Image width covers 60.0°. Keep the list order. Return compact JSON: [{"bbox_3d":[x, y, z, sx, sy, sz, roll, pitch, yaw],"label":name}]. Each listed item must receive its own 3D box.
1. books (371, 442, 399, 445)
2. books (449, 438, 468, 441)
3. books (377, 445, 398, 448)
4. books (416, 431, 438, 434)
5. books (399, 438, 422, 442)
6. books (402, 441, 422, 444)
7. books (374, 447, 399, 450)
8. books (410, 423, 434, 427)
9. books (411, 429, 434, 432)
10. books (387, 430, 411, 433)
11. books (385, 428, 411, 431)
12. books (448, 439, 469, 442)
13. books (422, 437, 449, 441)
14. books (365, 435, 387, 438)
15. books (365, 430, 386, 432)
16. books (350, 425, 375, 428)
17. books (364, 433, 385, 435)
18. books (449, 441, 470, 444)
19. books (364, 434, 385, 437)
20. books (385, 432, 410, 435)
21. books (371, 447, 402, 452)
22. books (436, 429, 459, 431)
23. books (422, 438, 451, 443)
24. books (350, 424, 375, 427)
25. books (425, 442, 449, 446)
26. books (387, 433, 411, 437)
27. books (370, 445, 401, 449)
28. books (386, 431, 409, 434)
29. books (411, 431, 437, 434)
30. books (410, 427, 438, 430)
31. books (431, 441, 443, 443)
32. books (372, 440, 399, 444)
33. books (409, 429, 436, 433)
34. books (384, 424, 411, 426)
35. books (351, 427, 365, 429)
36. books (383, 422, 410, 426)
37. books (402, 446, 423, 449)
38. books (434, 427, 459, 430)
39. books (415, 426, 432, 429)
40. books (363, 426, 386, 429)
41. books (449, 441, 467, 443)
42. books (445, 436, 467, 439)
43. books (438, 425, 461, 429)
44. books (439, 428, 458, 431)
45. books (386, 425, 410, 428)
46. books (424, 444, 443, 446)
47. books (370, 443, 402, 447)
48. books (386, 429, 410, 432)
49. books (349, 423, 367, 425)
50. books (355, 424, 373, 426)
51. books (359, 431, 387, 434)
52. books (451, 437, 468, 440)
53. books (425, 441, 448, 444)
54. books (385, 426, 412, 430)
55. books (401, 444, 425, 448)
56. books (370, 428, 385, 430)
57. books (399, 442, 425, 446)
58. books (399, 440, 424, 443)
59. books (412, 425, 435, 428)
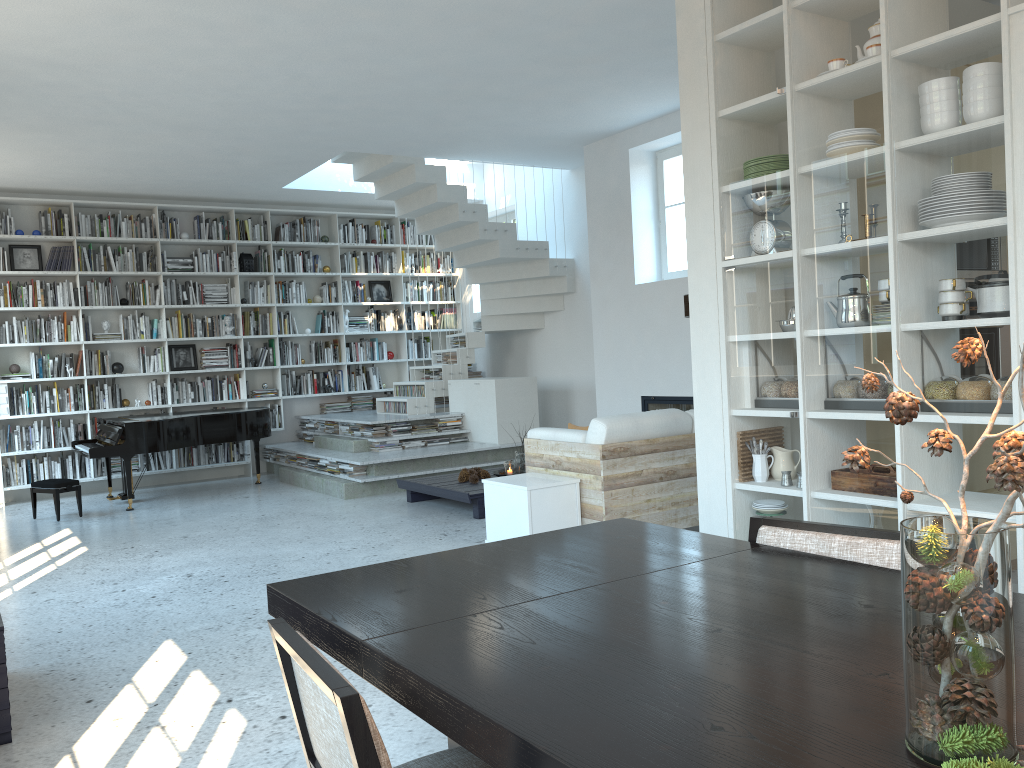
[{"bbox_3d":[-1.308,0.612,9.126,0.257,0.010,0.132,-4,2,-29],"label":"books"},{"bbox_3d":[-0.607,0.595,9.579,0.225,0.007,0.133,-4,2,-29],"label":"books"},{"bbox_3d":[-1.298,0.635,9.113,0.210,0.012,0.168,-4,2,-29],"label":"books"},{"bbox_3d":[-0.960,0.519,9.469,0.291,0.007,0.174,-4,2,-30],"label":"books"},{"bbox_3d":[-1.070,0.590,9.278,0.220,0.013,0.149,-4,2,-34],"label":"books"},{"bbox_3d":[-1.071,0.610,9.282,0.210,0.018,0.134,-4,2,-30],"label":"books"},{"bbox_3d":[-1.301,0.656,9.120,0.264,0.006,0.164,-4,2,-32],"label":"books"},{"bbox_3d":[-0.964,0.438,9.465,0.203,0.011,0.173,-5,2,-38],"label":"books"},{"bbox_3d":[-0.964,0.488,9.471,0.214,0.015,0.177,-4,2,-32],"label":"books"},{"bbox_3d":[-1.196,0.494,9.314,0.215,0.013,0.189,-4,2,-34],"label":"books"},{"bbox_3d":[-1.204,0.471,9.324,0.260,0.009,0.153,-4,2,-30],"label":"books"},{"bbox_3d":[-0.605,0.607,9.577,0.234,0.017,0.151,-4,2,-32],"label":"books"},{"bbox_3d":[-0.830,0.585,9.418,0.274,0.009,0.176,-4,2,-33],"label":"books"},{"bbox_3d":[-1.430,0.545,9.295,0.144,0.009,0.249,-4,2,-33],"label":"books"},{"bbox_3d":[-1.432,0.487,9.294,0.137,0.012,0.242,-4,2,-32],"label":"books"},{"bbox_3d":[-1.604,0.452,9.512,0.168,0.013,0.281,-4,2,-36],"label":"books"},{"bbox_3d":[-1.439,0.520,9.289,0.152,0.015,0.208,-4,2,-36],"label":"books"},{"bbox_3d":[-0.600,0.628,9.572,0.261,0.006,0.151,-4,2,-37],"label":"books"},{"bbox_3d":[-1.443,0.535,9.286,0.161,0.014,0.212,-4,2,-29],"label":"books"},{"bbox_3d":[-1.204,0.519,9.330,0.227,0.013,0.148,-4,2,-35],"label":"books"},{"bbox_3d":[-1.289,0.671,9.104,0.262,0.023,0.200,-4,2,-35],"label":"books"},{"bbox_3d":[-0.711,0.497,9.632,0.220,0.011,0.177,-4,2,-35],"label":"books"},{"bbox_3d":[-0.818,0.598,9.415,0.287,0.018,0.190,-4,2,-34],"label":"books"},{"bbox_3d":[-1.604,0.442,9.512,0.171,0.007,0.260,-4,2,-35],"label":"books"},{"bbox_3d":[-0.818,0.629,9.419,0.250,0.018,0.177,-4,2,-30],"label":"books"},{"bbox_3d":[-1.196,0.532,9.319,0.216,0.015,0.177,-4,2,-35],"label":"books"},{"bbox_3d":[-1.301,0.649,9.119,0.285,0.008,0.159,-4,2,-35],"label":"books"},{"bbox_3d":[-1.208,0.506,9.334,0.207,0.012,0.131,-4,2,-37],"label":"books"},{"bbox_3d":[-0.960,0.513,9.468,0.287,0.005,0.165,-4,2,-28],"label":"books"},{"bbox_3d":[-0.956,0.473,9.458,0.273,0.014,0.187,-5,2,-38],"label":"books"},{"bbox_3d":[-0.832,0.611,9.438,0.272,0.009,0.129,-4,2,-30],"label":"books"},{"bbox_3d":[-1.302,0.594,9.114,0.233,0.025,0.157,-5,2,-38],"label":"books"},{"bbox_3d":[-0.971,0.503,9.485,0.293,0.014,0.133,-4,2,-36],"label":"books"},{"bbox_3d":[-1.204,0.429,9.319,0.228,0.009,0.159,-4,2,-37],"label":"books"},{"bbox_3d":[-1.605,0.468,9.511,0.187,0.009,0.250,-4,2,-33],"label":"books"},{"bbox_3d":[-1.216,0.417,9.336,0.261,0.016,0.128,-4,2,-34],"label":"books"},{"bbox_3d":[-1.064,0.658,9.278,0.208,0.015,0.152,-4,2,-35],"label":"books"},{"bbox_3d":[-0.720,0.475,9.644,0.262,0.016,0.132,-5,2,-38],"label":"books"},{"bbox_3d":[-0.969,0.461,9.476,0.179,0.010,0.160,-4,2,-31],"label":"books"},{"bbox_3d":[-1.440,0.455,9.288,0.149,0.014,0.228,-4,2,-35],"label":"books"},{"bbox_3d":[-0.603,0.620,9.575,0.179,0.010,0.160,-4,2,-33],"label":"books"},{"bbox_3d":[-0.611,0.574,9.583,0.215,0.007,0.130,-4,2,-31],"label":"books"},{"bbox_3d":[-0.707,0.463,9.622,0.281,0.008,0.181,-4,2,-28],"label":"books"},{"bbox_3d":[-0.716,0.487,9.639,0.259,0.009,0.152,-4,2,-36],"label":"books"},{"bbox_3d":[-1.208,0.443,9.326,0.220,0.018,0.154,-4,2,-32],"label":"books"},{"bbox_3d":[-0.828,0.643,9.437,0.249,0.009,0.144,-4,2,-34],"label":"books"},{"bbox_3d":[-1.301,0.623,9.116,0.292,0.012,0.159,-4,2,-30],"label":"books"},{"bbox_3d":[-1.202,0.482,9.322,0.210,0.012,0.168,-4,2,-32],"label":"books"},{"bbox_3d":[-1.617,0.420,9.503,0.189,0.022,0.237,-4,2,-28],"label":"books"},{"bbox_3d":[-1.604,0.434,9.511,0.170,0.008,0.208,-4,2,-30],"label":"books"},{"bbox_3d":[-1.451,0.501,9.281,0.184,0.014,0.297,-4,2,-34],"label":"books"},{"bbox_3d":[-0.611,0.584,9.584,0.228,0.014,0.133,-4,2,-34],"label":"books"},{"bbox_3d":[-0.822,0.618,9.423,0.254,0.005,0.161,-4,2,-37],"label":"books"},{"bbox_3d":[-1.193,0.459,9.306,0.230,0.015,0.190,-4,2,-28],"label":"books"},{"bbox_3d":[-1.057,0.641,9.265,0.232,0.019,0.169,-5,2,-38],"label":"books"},{"bbox_3d":[-1.437,0.466,9.290,0.132,0.009,0.269,-4,2,-29],"label":"books"},{"bbox_3d":[-1.064,0.625,9.273,0.272,0.012,0.158,-4,2,-35],"label":"books"},{"bbox_3d":[-1.068,0.599,9.277,0.242,0.005,0.152,-4,2,-32],"label":"books"},{"bbox_3d":[-0.967,0.450,9.471,0.245,0.013,0.172,-4,2,-34],"label":"books"}]
